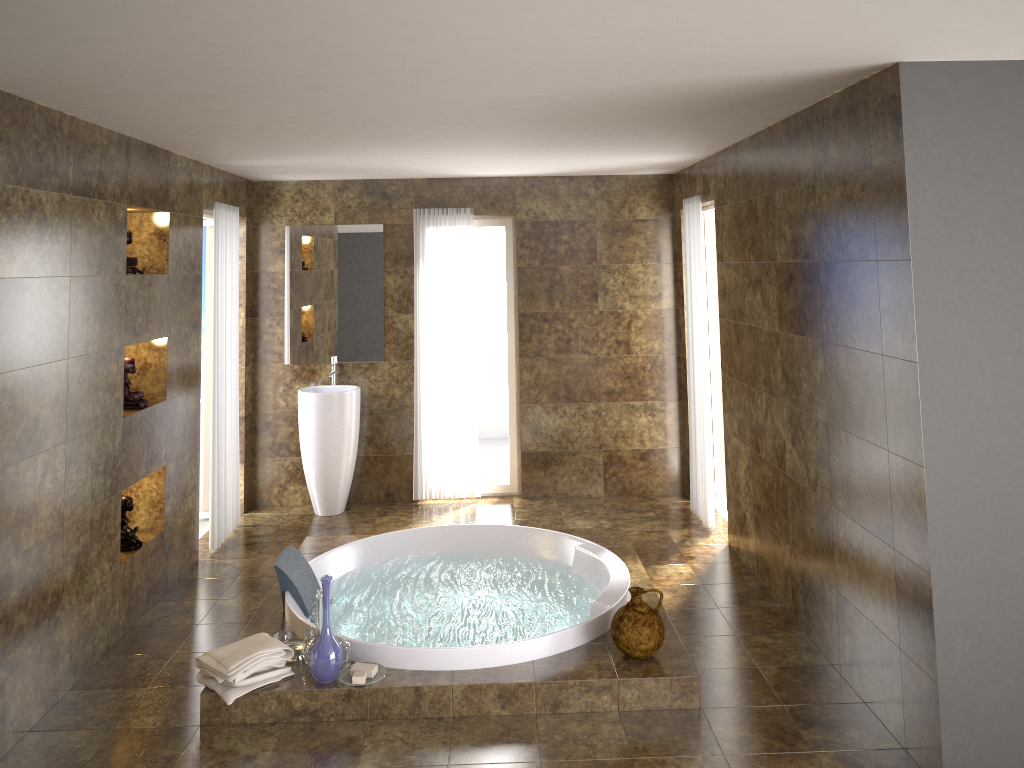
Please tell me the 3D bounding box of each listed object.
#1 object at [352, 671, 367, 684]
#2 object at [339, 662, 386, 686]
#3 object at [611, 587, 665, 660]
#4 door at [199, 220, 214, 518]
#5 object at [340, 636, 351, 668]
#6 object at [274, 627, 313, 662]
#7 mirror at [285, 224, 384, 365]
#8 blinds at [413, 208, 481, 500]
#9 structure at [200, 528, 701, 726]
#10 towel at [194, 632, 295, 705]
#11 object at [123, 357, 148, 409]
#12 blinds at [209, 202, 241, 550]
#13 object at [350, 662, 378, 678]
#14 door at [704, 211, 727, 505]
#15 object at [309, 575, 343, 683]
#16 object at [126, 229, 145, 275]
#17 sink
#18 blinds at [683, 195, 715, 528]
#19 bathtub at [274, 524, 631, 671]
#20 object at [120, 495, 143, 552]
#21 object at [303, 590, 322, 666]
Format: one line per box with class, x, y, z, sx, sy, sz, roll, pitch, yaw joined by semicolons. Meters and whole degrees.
object;-0.614;1.184;3.486;0.053;0.034;0.073;-1;5;-1
object;-0.611;1.195;3.544;0.190;0.018;0.190;-3;8;-13
object;0.538;1.022;3.713;0.230;0.276;0.229;-1;0;-30
door;-2.667;-0.107;6.370;0.962;2.237;0.039;0;-5;-12
object;-0.714;1.132;3.667;0.057;0.116;0.057;1;-3;-39
object;-0.958;1.140;3.788;0.170;0.075;0.170;-3;6;-20
mirror;-1.390;-0.707;6.762;0.768;1.096;0.008;-1;-5;-2
blinds;-0.519;-0.254;6.712;0.519;2.274;0.066;-1;-5;-2
structure;-0.265;1.134;4.460;2.004;0.124;2.014;-1;8;-1
towel;-1.108;1.156;3.578;0.339;0.150;0.322;4;8;43
object;-2.052;-0.010;4.648;0.174;0.286;0.110;-1;-3;-2
blinds;-1.949;-0.111;5.922;0.068;2.286;0.593;-1;-4;-2
object;-0.609;1.177;3.556;0.100;0.032;0.061;0;5;13
door;1.910;-0.192;6.317;0.956;2.236;0.039;-3;-5;32
object;-0.763;0.999;3.553;0.136;0.422;0.134;-2;-4;6
object;-2.069;-0.718;4.647;0.152;0.268;0.121;-1;-3;-2
sink;-1.364;0.384;6.442;0.459;1.141;0.432;-1;-4;1
blinds;1.298;-0.203;6.118;0.069;2.286;0.478;-1;-5;-2
bathtub;-0.267;1.126;4.459;1.748;0.523;1.759;3;8;29
object;-2.029;0.723;4.557;0.152;0.275;0.150;-1;-2;-1
object;-0.822;1.037;3.683;0.130;0.309;0.129;-1;-3;6
